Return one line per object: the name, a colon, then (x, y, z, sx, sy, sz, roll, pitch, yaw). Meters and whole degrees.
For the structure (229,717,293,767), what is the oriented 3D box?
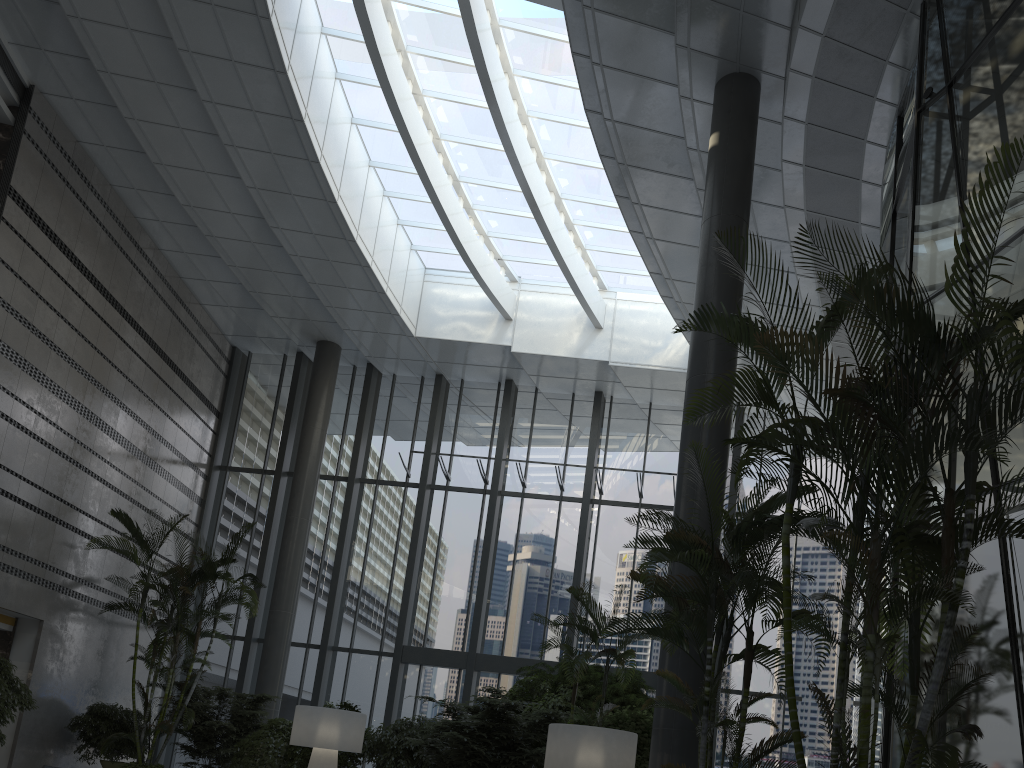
structure: (-3.496, 5.817, 12.890, 1.508, 1.513, 1.628, 16, -20, -24)

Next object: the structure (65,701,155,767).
structure: (-6.224, 5.675, 13.218, 1.501, 1.454, 1.127, 23, -22, -40)

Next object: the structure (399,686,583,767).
structure: (-0.357, 4.869, 10.790, 2.257, 2.188, 2.482, 9, -18, -6)

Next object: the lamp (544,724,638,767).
lamp: (0.660, 4.009, 7.900, 0.888, 1.574, 0.842, 16, -16, -32)

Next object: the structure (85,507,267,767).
structure: (-5.179, 4.080, 12.902, 2.499, 4.386, 2.627, 5, -14, 12)

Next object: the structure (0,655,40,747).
structure: (-6.754, 4.030, 10.236, 1.611, 1.855, 2.196, -5, -22, 35)

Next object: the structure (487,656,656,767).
structure: (0.866, 5.400, 12.345, 3.715, 2.781, 3.453, 1, -20, 18)

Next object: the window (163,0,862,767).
window: (-1.852, -0.095, 8.876, 13.391, 9.405, 20.303, 0, -23, 19)

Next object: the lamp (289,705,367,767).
lamp: (-2.262, 4.679, 10.136, 0.822, 1.574, 0.908, 2, -15, 23)

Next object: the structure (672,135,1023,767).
structure: (1.947, 1.204, 4.726, 2.493, 4.385, 2.639, 11, -14, -12)

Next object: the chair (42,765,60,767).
chair: (-4.393, 4.213, 8.609, 0.763, 0.630, 0.743, 17, -21, -28)

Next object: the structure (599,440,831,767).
structure: (1.508, 2.375, 6.371, 1.676, 3.511, 2.145, 10, -14, -8)

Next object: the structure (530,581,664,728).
structure: (0.809, 3.700, 9.167, 1.434, 3.260, 1.275, 9, -12, -8)

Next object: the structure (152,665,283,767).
structure: (-4.749, 5.694, 13.716, 1.896, 2.158, 1.960, 10, -17, -9)

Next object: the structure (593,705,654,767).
structure: (1.297, 4.632, 9.605, 1.690, 2.002, 1.561, 21, -21, -39)

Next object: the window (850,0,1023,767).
window: (5.352, 1.993, 9.291, 4.193, 7.468, 16.649, 5, -22, 8)

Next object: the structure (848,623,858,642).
structure: (5.820, 4.884, 11.783, 2.493, 4.385, 2.639, 11, -14, -12)

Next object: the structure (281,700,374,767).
structure: (-2.715, 5.504, 12.389, 1.225, 1.851, 1.492, -1, -18, 31)

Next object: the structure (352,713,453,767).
structure: (-1.376, 5.687, 12.363, 1.994, 1.778, 1.776, -7, -22, 36)
